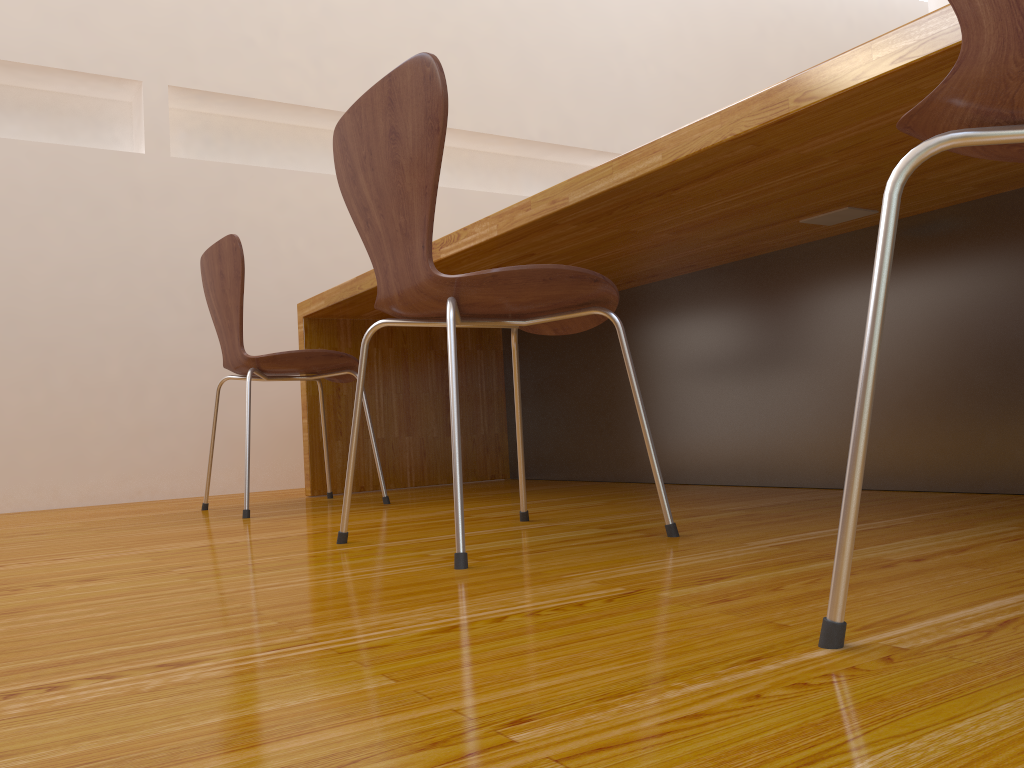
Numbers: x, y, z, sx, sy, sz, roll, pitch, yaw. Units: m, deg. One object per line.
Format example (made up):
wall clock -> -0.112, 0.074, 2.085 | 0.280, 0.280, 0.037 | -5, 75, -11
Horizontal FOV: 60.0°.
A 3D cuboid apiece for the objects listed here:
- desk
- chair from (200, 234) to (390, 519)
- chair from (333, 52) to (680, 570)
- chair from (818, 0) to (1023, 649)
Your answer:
desk -> 0.817, 0.007, 1.870 | 1.527, 0.785, 3.243 | -1, -4, -32
chair -> -0.602, -0.015, 2.375 | 0.381, 0.693, 0.428 | -1, -4, -32
chair -> -0.041, -0.097, 1.410 | 0.381, 0.693, 0.428 | -1, -4, -32
chair -> 0.475, -0.169, 0.590 | 0.381, 0.693, 0.428 | -1, -4, -32
